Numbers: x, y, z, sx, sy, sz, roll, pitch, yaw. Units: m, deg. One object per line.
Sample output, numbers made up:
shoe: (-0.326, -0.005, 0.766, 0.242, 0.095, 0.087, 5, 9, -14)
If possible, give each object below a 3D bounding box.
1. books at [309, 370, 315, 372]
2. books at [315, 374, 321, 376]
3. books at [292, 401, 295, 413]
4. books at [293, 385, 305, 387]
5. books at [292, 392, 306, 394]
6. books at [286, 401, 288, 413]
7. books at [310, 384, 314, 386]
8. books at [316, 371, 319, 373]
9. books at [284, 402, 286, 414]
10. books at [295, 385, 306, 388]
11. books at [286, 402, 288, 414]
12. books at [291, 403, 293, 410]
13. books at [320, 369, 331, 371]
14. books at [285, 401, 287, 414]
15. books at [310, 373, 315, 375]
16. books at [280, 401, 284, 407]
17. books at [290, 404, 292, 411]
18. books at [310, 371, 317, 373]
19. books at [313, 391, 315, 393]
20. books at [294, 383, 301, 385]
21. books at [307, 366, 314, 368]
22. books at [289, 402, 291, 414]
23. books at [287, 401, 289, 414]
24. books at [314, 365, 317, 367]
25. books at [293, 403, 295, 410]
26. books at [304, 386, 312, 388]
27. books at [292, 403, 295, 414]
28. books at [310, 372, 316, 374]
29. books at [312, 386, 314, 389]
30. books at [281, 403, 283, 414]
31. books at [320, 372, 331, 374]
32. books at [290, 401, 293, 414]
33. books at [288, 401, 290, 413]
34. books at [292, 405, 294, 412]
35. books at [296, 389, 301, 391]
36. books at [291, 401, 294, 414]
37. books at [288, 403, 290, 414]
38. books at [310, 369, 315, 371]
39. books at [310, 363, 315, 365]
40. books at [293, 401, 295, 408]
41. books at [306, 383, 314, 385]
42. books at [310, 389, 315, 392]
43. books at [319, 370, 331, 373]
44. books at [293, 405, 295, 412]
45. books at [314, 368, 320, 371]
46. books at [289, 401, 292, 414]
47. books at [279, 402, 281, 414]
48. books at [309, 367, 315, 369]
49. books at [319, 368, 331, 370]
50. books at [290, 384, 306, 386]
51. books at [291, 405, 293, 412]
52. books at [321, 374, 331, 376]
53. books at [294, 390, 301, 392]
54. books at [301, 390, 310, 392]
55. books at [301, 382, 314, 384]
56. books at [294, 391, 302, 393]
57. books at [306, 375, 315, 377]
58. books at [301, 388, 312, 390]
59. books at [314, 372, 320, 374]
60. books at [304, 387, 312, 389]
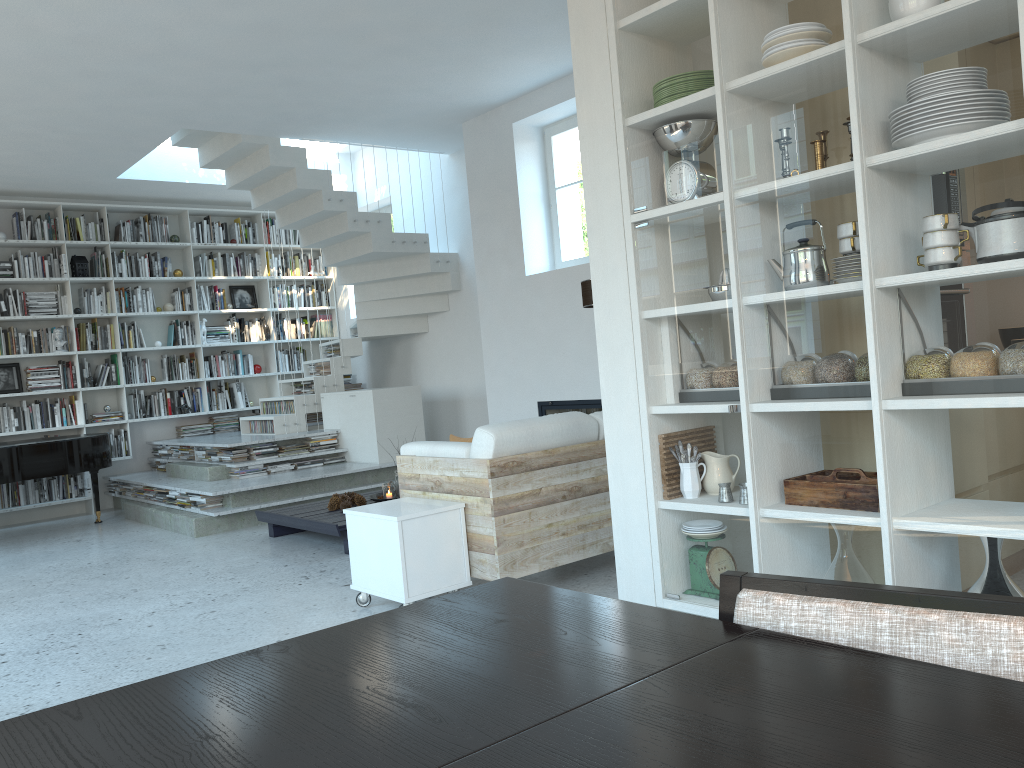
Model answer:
books: (-2.074, -0.150, 9.646, 0.145, 0.012, 0.297, -6, 2, -40)
books: (-1.982, -0.106, 9.408, 0.183, 0.016, 0.128, -6, 2, -32)
books: (-2.110, 0.228, 8.795, 0.125, 0.123, 0.035, -6, 2, -39)
books: (-2.229, 0.012, 9.537, 0.159, 0.009, 0.208, -6, 2, -43)
books: (-2.232, 0.088, 9.532, 0.188, 0.007, 0.195, -6, 2, -42)
books: (-2.200, 0.232, 8.906, 0.125, 0.125, 0.008, -6, 2, -39)
books: (-1.979, 0.007, 9.093, 0.168, 0.014, 0.212, -6, 1, -19)
books: (-1.977, -0.135, 9.396, 0.139, 0.013, 0.155, -6, 2, -37)
books: (-2.231, 0.234, 8.943, 0.125, 0.125, 0.008, -6, 2, -39)
books: (-2.223, 0.027, 9.541, 0.181, 0.022, 0.140, -4, 2, 44)
books: (-2.205, 0.232, 8.911, 0.125, 0.125, 0.008, -6, 2, -39)
books: (-2.129, 0.229, 8.819, 0.125, 0.123, 0.034, -6, 2, -39)
books: (-1.868, -0.146, 9.139, 0.214, 0.014, 0.138, -5, 1, -12)
books: (-2.219, 0.233, 8.929, 0.125, 0.125, 0.009, -6, 2, -39)
books: (-2.070, -0.115, 9.649, 0.136, 0.017, 0.288, -6, 2, -41)
books: (-2.294, 0.237, 9.020, 0.125, 0.125, 0.009, -6, 2, -39)
books: (-2.144, 0.230, 8.838, 0.125, 0.123, 0.034, -6, 2, -39)
books: (-2.081, -0.138, 9.641, 0.160, 0.010, 0.179, -6, 2, -36)
books: (-1.965, 0.075, 9.099, 0.136, 0.017, 0.288, -6, 1, -16)
books: (-2.229, -0.005, 9.537, 0.160, 0.012, 0.195, -6, 2, -42)
books: (-2.094, -0.195, 9.632, 0.173, 0.011, 0.203, -6, 2, -44)
books: (-2.162, 0.229, 8.859, 0.125, 0.125, 0.008, -6, 2, -39)
books: (-2.187, 0.231, 8.889, 0.125, 0.125, 0.010, -6, 2, -39)
books: (-1.973, -0.199, 9.380, 0.218, 0.012, 0.156, -6, 1, -23)
books: (-2.099, 0.227, 8.783, 0.125, 0.123, 0.036, -6, 2, -39)
books: (-2.095, 0.023, 9.357, 0.189, 0.012, 0.155, -6, 2, -36)
books: (-2.114, 0.228, 8.801, 0.125, 0.123, 0.036, -6, 2, -39)
books: (-2.073, -0.128, 9.647, 0.138, 0.010, 0.254, -6, 2, -42)
books: (-1.966, 0.027, 9.098, 0.141, 0.028, 0.222, -6, 1, -20)
books: (-2.278, 0.237, 9.001, 0.125, 0.125, 0.013, -6, 2, -39)
books: (-1.867, -0.114, 9.156, 0.215, 0.013, 0.189, -5, 1, -7)
books: (-2.139, 0.229, 8.831, 0.125, 0.123, 0.035, -6, 2, -39)
books: (-2.171, 0.230, 8.871, 0.125, 0.125, 0.008, -6, 2, -39)
books: (-2.119, 0.228, 8.807, 0.125, 0.123, 0.035, -6, 2, -39)
books: (-2.220, 0.055, 9.542, 0.145, 0.015, 0.166, -6, 2, -45)
books: (-2.124, 0.228, 8.813, 0.125, 0.123, 0.034, -6, 2, -39)
books: (-2.176, 0.230, 8.876, 0.125, 0.125, 0.008, -6, 2, -39)
books: (-2.074, -0.165, 9.647, 0.143, 0.019, 0.230, -6, 2, -40)
books: (-2.086, -0.223, 9.640, 0.157, 0.014, 0.180, -6, 2, -41)
books: (-2.094, 0.226, 8.777, 0.125, 0.123, 0.034, -6, 2, -39)
books: (-2.077, -0.002, 9.373, 0.133, 0.017, 0.178, -6, 2, -35)
books: (-1.986, 0.059, 9.091, 0.171, 0.019, 0.240, -5, 1, -14)
books: (-1.869, -0.133, 9.153, 0.221, 0.011, 0.180, -5, 1, -8)
books: (-2.105, 0.227, 8.789, 0.125, 0.123, 0.034, -6, 2, -39)
books: (-1.962, -0.164, 9.371, 0.178, 0.036, 0.222, -6, 2, -35)
books: (-2.156, 0.229, 8.851, 0.125, 0.125, 0.011, -6, 2, -39)
books: (-2.307, 0.238, 9.036, 0.125, 0.125, 0.009, -6, 2, -39)
books: (-2.080, -0.182, 9.643, 0.149, 0.017, 0.240, -6, 2, -41)
books: (-1.869, -0.156, 9.139, 0.295, 0.006, 0.146, -5, 1, -5)
books: (-2.244, 0.006, 9.525, 0.198, 0.006, 0.188, -6, 2, -43)
books: (-2.134, 0.229, 8.825, 0.125, 0.123, 0.036, -6, 2, -39)
books: (-1.867, -0.102, 9.162, 0.206, 0.012, 0.183, -5, 1, -12)
books: (-2.230, 0.070, 9.534, 0.158, 0.012, 0.225, -6, 1, -31)
books: (-2.090, 0.063, 9.360, 0.175, 0.016, 0.207, -6, 2, -45)
books: (-2.098, -0.016, 9.357, 0.177, 0.014, 0.194, -6, 2, -45)
books: (-2.226, 0.080, 9.536, 0.216, 0.009, 0.158, -4, 2, 44)
books: (-2.087, -0.096, 9.634, 0.190, 0.018, 0.287, -6, 2, -40)
books: (-2.092, 0.049, 9.359, 0.184, 0.014, 0.225, -6, 2, -42)
books: (-1.966, -0.122, 9.383, 0.199, 0.014, 0.177, -6, 2, -35)
books: (-2.083, 0.034, 9.366, 0.149, 0.013, 0.220, -6, 2, -34)
